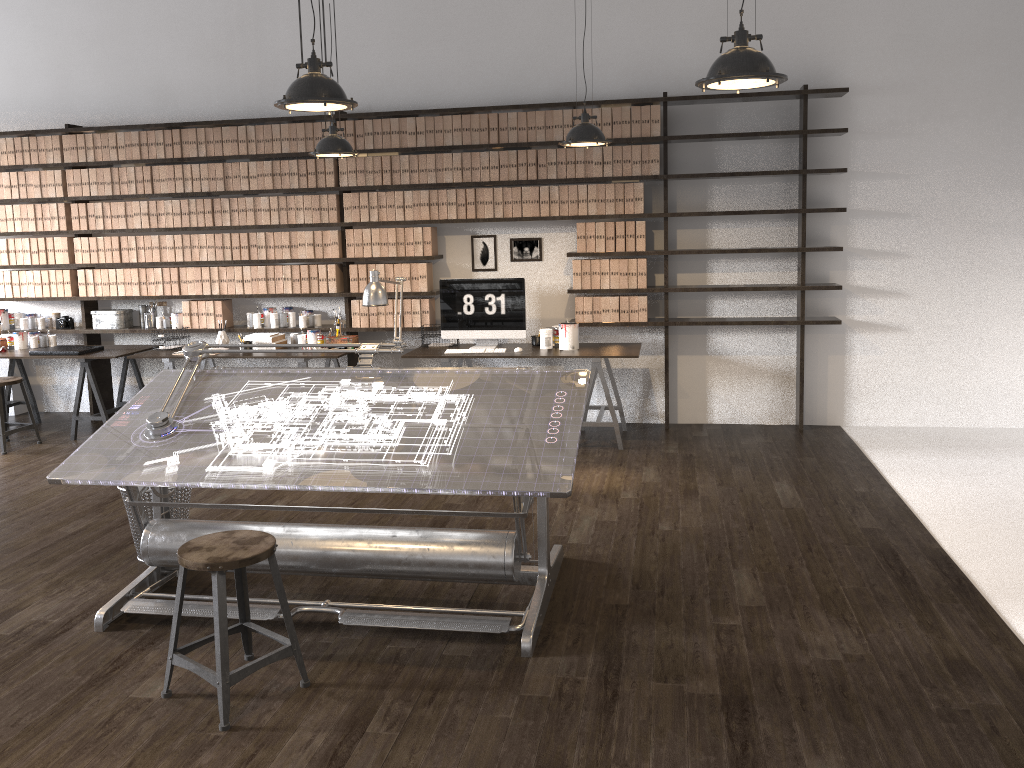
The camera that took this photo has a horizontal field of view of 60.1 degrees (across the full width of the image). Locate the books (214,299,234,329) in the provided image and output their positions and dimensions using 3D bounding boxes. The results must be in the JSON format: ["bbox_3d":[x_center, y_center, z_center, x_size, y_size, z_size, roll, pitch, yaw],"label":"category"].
[{"bbox_3d":[-2.354,-0.575,7.240,0.067,0.224,0.176,0,8,10],"label":"books"}]

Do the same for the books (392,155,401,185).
[{"bbox_3d":[-0.867,-1.642,6.832,0.067,0.224,0.176,0,8,10],"label":"books"}]

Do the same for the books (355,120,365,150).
[{"bbox_3d":[-1.146,-1.916,6.846,0.067,0.224,0.176,0,8,10],"label":"books"}]

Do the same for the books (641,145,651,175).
[{"bbox_3d":[0.987,-1.634,6.498,0.067,0.224,0.176,0,8,10],"label":"books"}]

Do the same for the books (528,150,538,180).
[{"bbox_3d":[0.165,-1.637,6.642,0.067,0.224,0.176,0,8,10],"label":"books"}]

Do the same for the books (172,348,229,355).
[{"bbox_3d":[-2.370,-0.255,6.768,0.354,0.029,0.258,0,10,10],"label":"books"}]

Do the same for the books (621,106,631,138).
[{"bbox_3d":[0.837,-1.908,6.488,0.067,0.224,0.176,0,8,10],"label":"books"}]

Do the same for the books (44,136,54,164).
[{"bbox_3d":[-3.763,-1.927,7.312,0.067,0.224,0.175,0,8,10],"label":"books"}]

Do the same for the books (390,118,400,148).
[{"bbox_3d":[-0.871,-1.914,6.791,0.067,0.224,0.176,0,8,10],"label":"books"}]

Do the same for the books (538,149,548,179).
[{"bbox_3d":[0.240,-1.637,6.634,0.067,0.224,0.176,0,8,10],"label":"books"}]

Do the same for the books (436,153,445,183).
[{"bbox_3d":[-0.526,-1.640,6.769,0.067,0.224,0.176,0,8,10],"label":"books"}]

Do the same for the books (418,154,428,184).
[{"bbox_3d":[-0.658,-1.641,6.794,0.067,0.224,0.176,0,8,10],"label":"books"}]

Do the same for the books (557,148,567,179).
[{"bbox_3d":[0.380,-1.637,6.608,0.067,0.224,0.175,0,8,10],"label":"books"}]

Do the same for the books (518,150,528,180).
[{"bbox_3d":[0.093,-1.638,6.660,0.067,0.224,0.176,0,8,10],"label":"books"}]

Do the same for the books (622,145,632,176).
[{"bbox_3d":[0.853,-1.635,6.524,0.067,0.224,0.175,0,8,10],"label":"books"}]

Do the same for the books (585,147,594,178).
[{"bbox_3d":[0.581,-1.636,6.571,0.067,0.224,0.176,0,8,10],"label":"books"}]

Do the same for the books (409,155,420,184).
[{"bbox_3d":[-0.728,-1.641,6.807,0.067,0.224,0.175,0,8,10],"label":"books"}]

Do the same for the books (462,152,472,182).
[{"bbox_3d":[-0.324,-1.640,6.733,0.067,0.224,0.176,0,8,10],"label":"books"}]

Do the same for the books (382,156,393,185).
[{"bbox_3d":[-0.942,-1.642,6.840,0.067,0.224,0.176,0,8,10],"label":"books"}]

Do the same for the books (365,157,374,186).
[{"bbox_3d":[-1.079,-1.643,6.868,0.067,0.224,0.176,0,8,10],"label":"books"}]

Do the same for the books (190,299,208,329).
[{"bbox_3d":[-2.564,-0.575,7.277,0.067,0.224,0.176,0,8,10],"label":"books"}]

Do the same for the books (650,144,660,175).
[{"bbox_3d":[1.048,-1.633,6.486,0.067,0.224,0.176,0,8,10],"label":"books"}]

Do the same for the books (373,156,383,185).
[{"bbox_3d":[-1.014,-1.643,6.859,0.067,0.224,0.176,0,8,10],"label":"books"}]

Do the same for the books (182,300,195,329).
[{"bbox_3d":[-2.631,-0.575,7.283,0.067,0.224,0.176,0,8,10],"label":"books"}]

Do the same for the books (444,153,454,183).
[{"bbox_3d":[-0.465,-1.640,6.757,0.067,0.224,0.176,0,8,10],"label":"books"}]

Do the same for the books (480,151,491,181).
[{"bbox_3d":[-0.187,-1.639,6.707,0.067,0.224,0.175,0,8,10],"label":"books"}]

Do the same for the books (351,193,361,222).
[{"bbox_3d":[-1.193,-1.377,6.919,0.067,0.224,0.176,0,8,10],"label":"books"}]

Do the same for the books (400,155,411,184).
[{"bbox_3d":[-0.798,-1.641,6.815,0.067,0.224,0.175,0,8,10],"label":"books"}]

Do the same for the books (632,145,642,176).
[{"bbox_3d":[0.920,-1.633,6.505,0.067,0.224,0.176,0,8,10],"label":"books"}]

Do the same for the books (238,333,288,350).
[{"bbox_3d":[-1.950,-0.339,6.864,0.294,0.146,0.388,0,10,10],"label":"books"}]

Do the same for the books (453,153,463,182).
[{"bbox_3d":[-0.394,-1.639,6.742,0.067,0.224,0.176,0,8,10],"label":"books"}]

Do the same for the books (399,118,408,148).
[{"bbox_3d":[-0.804,-1.915,6.783,0.067,0.224,0.176,0,8,10],"label":"books"}]

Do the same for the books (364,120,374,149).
[{"bbox_3d":[-1.077,-1.915,6.829,0.067,0.224,0.175,0,8,10],"label":"books"}]

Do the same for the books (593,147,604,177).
[{"bbox_3d":[0.643,-1.635,6.558,0.067,0.224,0.176,0,8,10],"label":"books"}]

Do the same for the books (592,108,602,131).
[{"bbox_3d":[0.632,-1.908,6.524,0.067,0.224,0.175,0,8,10],"label":"books"}]

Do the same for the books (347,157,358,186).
[{"bbox_3d":[-1.213,-1.642,6.888,0.067,0.224,0.176,0,8,10],"label":"books"}]

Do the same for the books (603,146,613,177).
[{"bbox_3d":[0.714,-1.635,6.544,0.067,0.224,0.176,0,8,10],"label":"books"}]

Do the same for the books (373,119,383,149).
[{"bbox_3d":[-1.006,-1.916,6.821,0.067,0.224,0.175,0,8,10],"label":"books"}]

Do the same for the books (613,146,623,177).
[{"bbox_3d":[0.784,-1.635,6.535,0.067,0.224,0.176,0,8,10],"label":"books"}]

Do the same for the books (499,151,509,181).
[{"bbox_3d":[-0.045,-1.637,6.678,0.067,0.224,0.176,0,8,10],"label":"books"}]

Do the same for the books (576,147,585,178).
[{"bbox_3d":[0.515,-1.635,6.578,0.067,0.224,0.176,0,8,10],"label":"books"}]

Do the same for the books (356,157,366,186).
[{"bbox_3d":[-1.142,-1.642,6.875,0.067,0.224,0.176,0,8,10],"label":"books"}]

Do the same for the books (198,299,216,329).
[{"bbox_3d":[-2.494,-0.575,7.264,0.067,0.224,0.175,0,8,10],"label":"books"}]

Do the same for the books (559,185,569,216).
[{"bbox_3d":[0.399,-1.372,6.641,0.067,0.224,0.175,0,8,10],"label":"books"}]

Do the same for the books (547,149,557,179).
[{"bbox_3d":[0.309,-1.636,6.617,0.067,0.224,0.175,0,8,10],"label":"books"}]

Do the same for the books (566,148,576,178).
[{"bbox_3d":[0.450,-1.636,6.596,0.067,0.224,0.176,0,8,10],"label":"books"}]

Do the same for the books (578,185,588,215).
[{"bbox_3d":[0.536,-1.370,6.610,0.067,0.224,0.176,0,8,10],"label":"books"}]

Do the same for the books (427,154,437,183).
[{"bbox_3d":[-0.593,-1.640,6.777,0.067,0.224,0.176,0,8,10],"label":"books"}]

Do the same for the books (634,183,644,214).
[{"bbox_3d":[0.941,-1.369,6.538,0.067,0.224,0.175,0,8,10],"label":"books"}]

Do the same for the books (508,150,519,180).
[{"bbox_3d":[0.018,-1.638,6.671,0.067,0.224,0.176,0,8,10],"label":"books"}]

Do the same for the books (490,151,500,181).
[{"bbox_3d":[-0.116,-1.638,6.691,0.067,0.224,0.176,0,8,10],"label":"books"}]

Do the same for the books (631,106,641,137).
[{"bbox_3d":[0.911,-1.907,6.476,0.067,0.224,0.176,0,8,10],"label":"books"}]

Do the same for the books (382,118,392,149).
[{"bbox_3d":[-0.936,-1.915,6.808,0.067,0.224,0.176,0,8,10],"label":"books"}]

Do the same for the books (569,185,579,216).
[{"bbox_3d":[0.468,-1.371,6.626,0.067,0.224,0.176,0,8,10],"label":"books"}]

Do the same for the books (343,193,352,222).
[{"bbox_3d":[-1.255,-1.378,6.934,0.067,0.224,0.176,0,8,10],"label":"books"}]

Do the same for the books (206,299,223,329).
[{"bbox_3d":[-2.425,-0.574,7.248,0.067,0.224,0.175,0,8,10],"label":"books"}]

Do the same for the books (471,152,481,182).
[{"bbox_3d":[-0.255,-1.640,6.723,0.067,0.224,0.175,0,8,10],"label":"books"}]

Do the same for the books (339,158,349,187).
[{"bbox_3d":[-1.284,-1.643,6.904,0.067,0.224,0.175,0,8,10],"label":"books"}]
